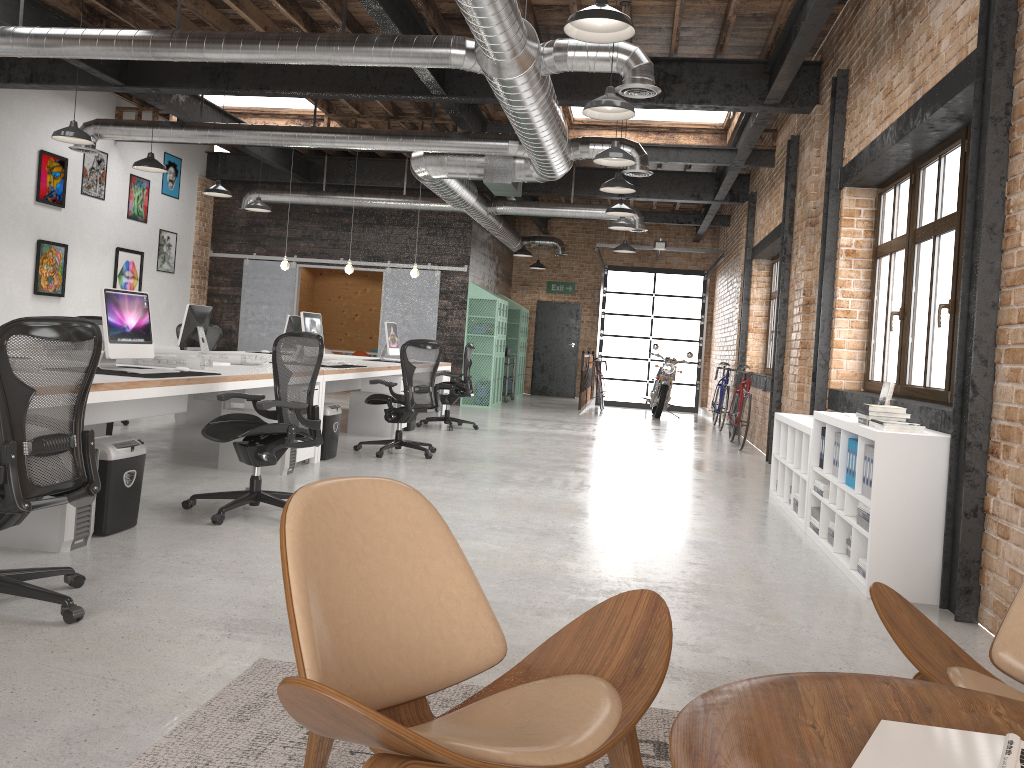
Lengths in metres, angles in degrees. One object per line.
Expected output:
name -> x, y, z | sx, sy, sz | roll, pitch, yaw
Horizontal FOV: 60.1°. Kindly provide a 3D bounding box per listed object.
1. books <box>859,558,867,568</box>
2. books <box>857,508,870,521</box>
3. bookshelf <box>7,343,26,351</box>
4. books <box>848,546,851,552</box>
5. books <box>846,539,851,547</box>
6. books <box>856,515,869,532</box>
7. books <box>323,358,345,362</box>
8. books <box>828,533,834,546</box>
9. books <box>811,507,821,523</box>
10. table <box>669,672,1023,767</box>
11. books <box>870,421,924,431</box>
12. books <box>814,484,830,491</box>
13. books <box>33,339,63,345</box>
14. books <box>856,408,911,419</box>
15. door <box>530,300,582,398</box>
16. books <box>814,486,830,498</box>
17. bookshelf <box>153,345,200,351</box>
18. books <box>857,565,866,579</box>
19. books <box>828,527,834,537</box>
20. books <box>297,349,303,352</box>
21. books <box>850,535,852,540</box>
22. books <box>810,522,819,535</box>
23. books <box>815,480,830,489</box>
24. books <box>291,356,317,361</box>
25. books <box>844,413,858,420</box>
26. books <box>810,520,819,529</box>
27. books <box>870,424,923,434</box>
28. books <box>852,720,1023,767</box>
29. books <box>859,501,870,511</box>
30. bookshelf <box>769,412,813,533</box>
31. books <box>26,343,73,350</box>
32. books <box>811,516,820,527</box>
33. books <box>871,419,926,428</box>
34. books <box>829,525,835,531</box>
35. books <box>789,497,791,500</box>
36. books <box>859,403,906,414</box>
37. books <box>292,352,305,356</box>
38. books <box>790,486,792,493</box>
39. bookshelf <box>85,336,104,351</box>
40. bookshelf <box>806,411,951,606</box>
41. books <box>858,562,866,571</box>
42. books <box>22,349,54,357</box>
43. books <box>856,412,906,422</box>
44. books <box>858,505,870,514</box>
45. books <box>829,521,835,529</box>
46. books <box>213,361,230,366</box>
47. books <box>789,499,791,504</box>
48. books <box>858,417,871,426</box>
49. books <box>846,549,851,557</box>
books -> 1.874, 0.909, 4.419 | 0.214, 0.046, 0.251 | 4, 3, 8
books -> 1.872, 0.656, 4.437 | 0.207, 0.067, 0.275 | 4, 2, 8
bookshelf -> -5.912, -0.149, 10.861 | 0.400, 0.684, 1.544 | 4, 2, 8
books -> 1.946, 0.915, 4.831 | 0.164, 0.047, 0.239 | 4, 3, 8
books -> 1.974, 0.888, 4.839 | 0.222, 0.055, 0.282 | 4, 3, 8
books -> 1.876, 0.707, 4.443 | 0.217, 0.072, 0.289 | 4, 2, 8
books -> -2.007, -0.266, 9.838 | 0.205, 0.019, 0.244 | 1, 4, -45
books -> 1.978, 0.923, 5.153 | 0.217, 0.072, 0.289 | 4, 2, 8
books -> 2.025, 0.830, 5.592 | 0.217, 0.078, 0.291 | 4, 2, 8
table -> 0.611, 0.807, 1.191 | 0.826, 0.570, 0.827 | 4, 2, -4
books -> 1.939, 0.212, 4.472 | 0.187, 0.014, 0.248 | 4, 3, 6
books -> 2.026, 0.646, 5.532 | 0.219, 0.034, 0.260 | 4, 3, 8
books -> -3.436, -0.312, 6.572 | 0.153, 0.030, 0.185 | 4, 3, 6
books -> 1.985, 0.157, 4.738 | 0.212, 0.023, 0.259 | 4, 3, 8
door -> 0.977, -0.777, 19.650 | 0.998, 2.099, 0.218 | 4, 0, 8
books -> 2.023, 0.672, 5.541 | 0.207, 0.061, 0.274 | 4, 2, 8
bookshelf -> -5.482, -0.259, 13.933 | 0.400, 0.684, 1.544 | 4, 2, 8
books -> 1.870, 0.953, 4.432 | 0.207, 0.061, 0.274 | 4, 2, 8
books -> 1.974, 0.872, 5.147 | 0.207, 0.067, 0.275 | 4, 2, 8
books -> -2.112, -0.334, 9.098 | 0.153, 0.030, 0.185 | 4, 3, 6
books -> 1.968, 0.856, 4.816 | 0.199, 0.054, 0.240 | 4, 2, 9
books -> 2.012, 0.910, 5.587 | 0.207, 0.061, 0.274 | 4, 2, 8
books -> 2.026, 0.628, 5.528 | 0.214, 0.046, 0.251 | 4, 3, 8
books -> -2.127, -0.256, 9.083 | 0.200, 0.050, 0.272 | 4, 3, 5
books -> 2.093, 0.197, 5.254 | 0.174, 0.021, 0.273 | 4, 3, 8
books -> 2.016, 0.885, 5.578 | 0.219, 0.034, 0.260 | 4, 3, 8
books -> 1.937, 0.226, 4.468 | 0.187, 0.014, 0.253 | 4, 3, 8
books -> 0.643, 0.515, 1.154 | 0.350, 0.035, 0.256 | 6, 3, 33
books -> 1.875, 0.612, 4.425 | 0.214, 0.052, 0.252 | 4, 3, 8
bookshelf -> 2.238, 0.618, 6.523 | 0.400, 0.684, 1.544 | 4, 2, 8
books -> -3.424, -0.279, 6.569 | 0.193, 0.044, 0.257 | 5, 3, 25
books -> 2.016, 0.867, 5.574 | 0.214, 0.046, 0.251 | 4, 3, 8
books -> 1.946, 0.200, 4.469 | 0.202, 0.012, 0.251 | 4, 3, 9
books -> 1.978, 0.846, 5.139 | 0.219, 0.039, 0.260 | 4, 3, 8
books -> 2.166, 0.854, 6.486 | 0.219, 0.034, 0.260 | 4, 3, 8
books -> 1.984, 0.132, 4.747 | 0.191, 0.028, 0.239 | 4, 3, 10
books -> -2.099, -0.302, 9.095 | 0.193, 0.044, 0.257 | 5, 3, 25
books -> 2.175, 0.799, 6.500 | 0.217, 0.078, 0.291 | 4, 2, 8
bookshelf -> -5.692, -0.262, 12.404 | 0.400, 0.800, 1.544 | 4, 2, 8
bookshelf -> 2.032, 0.616, 4.984 | 0.400, 0.800, 1.544 | 4, 2, 8
books -> 1.874, 0.927, 4.424 | 0.219, 0.034, 0.260 | 4, 3, 8
books -> -3.451, -0.234, 6.557 | 0.200, 0.050, 0.272 | 4, 3, 5
books -> 1.976, 0.179, 4.747 | 0.191, 0.023, 0.242 | 4, 3, 6
books -> 1.875, 0.630, 4.429 | 0.219, 0.039, 0.260 | 4, 3, 8
books -> 1.978, 0.828, 5.135 | 0.214, 0.052, 0.252 | 4, 3, 8
books -> -2.378, -0.164, 6.975 | 0.200, 0.024, 0.235 | 6, 3, 41
books -> 2.163, 0.879, 6.495 | 0.207, 0.061, 0.274 | 4, 2, 8
books -> 1.979, 0.207, 4.738 | 0.191, 0.032, 0.258 | 4, 3, 10
books -> 1.954, 0.944, 4.843 | 0.184, 0.049, 0.261 | 4, 3, 8
